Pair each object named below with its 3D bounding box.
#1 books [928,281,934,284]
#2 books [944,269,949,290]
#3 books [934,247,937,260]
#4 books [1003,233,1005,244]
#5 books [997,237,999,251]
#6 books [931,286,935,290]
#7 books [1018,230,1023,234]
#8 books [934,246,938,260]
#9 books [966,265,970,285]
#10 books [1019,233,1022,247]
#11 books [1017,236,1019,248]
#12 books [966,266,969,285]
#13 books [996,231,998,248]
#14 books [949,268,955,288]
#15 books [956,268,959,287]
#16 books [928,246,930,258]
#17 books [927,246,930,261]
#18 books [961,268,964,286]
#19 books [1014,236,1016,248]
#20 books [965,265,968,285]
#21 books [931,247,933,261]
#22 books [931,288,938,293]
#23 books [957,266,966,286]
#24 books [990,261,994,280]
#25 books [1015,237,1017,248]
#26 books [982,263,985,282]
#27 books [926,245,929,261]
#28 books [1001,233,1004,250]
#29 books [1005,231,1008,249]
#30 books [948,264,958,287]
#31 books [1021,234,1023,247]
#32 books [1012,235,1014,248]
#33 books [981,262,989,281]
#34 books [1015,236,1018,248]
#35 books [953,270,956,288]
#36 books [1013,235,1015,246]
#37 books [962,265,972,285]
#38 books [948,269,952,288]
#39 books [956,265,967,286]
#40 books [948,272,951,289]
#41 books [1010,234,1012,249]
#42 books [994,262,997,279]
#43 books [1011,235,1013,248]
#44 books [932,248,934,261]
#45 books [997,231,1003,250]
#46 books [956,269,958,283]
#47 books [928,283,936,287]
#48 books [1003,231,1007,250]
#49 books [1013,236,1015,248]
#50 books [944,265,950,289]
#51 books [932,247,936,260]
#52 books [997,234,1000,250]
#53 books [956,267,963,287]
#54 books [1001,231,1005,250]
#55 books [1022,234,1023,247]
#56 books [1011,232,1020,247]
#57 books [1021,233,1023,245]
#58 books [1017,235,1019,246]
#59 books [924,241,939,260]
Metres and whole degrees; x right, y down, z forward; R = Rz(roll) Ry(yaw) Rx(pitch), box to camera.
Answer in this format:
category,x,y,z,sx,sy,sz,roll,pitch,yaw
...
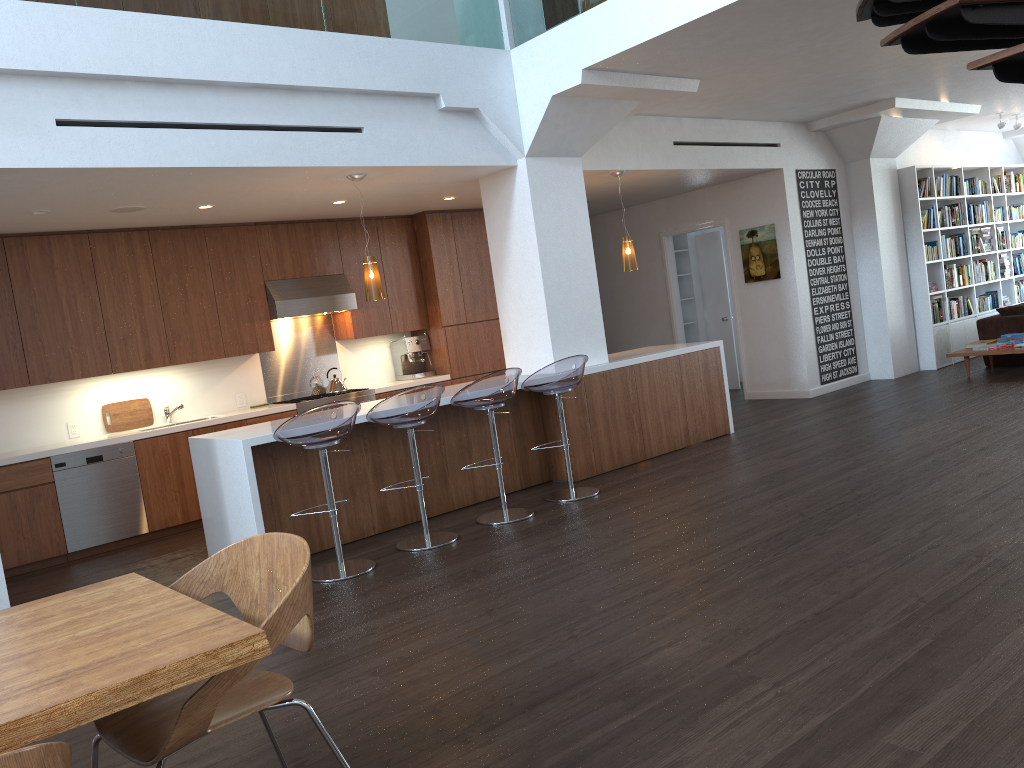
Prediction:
category,x,y,z,sx,sy,sz,roll,pitch,yaw
books,4.987,-1.213,10.712,0.144,0.025,0.204,-4,6,41
books,5.250,-1.276,10.894,0.057,0.247,0.189,-12,6,-39
books,5.067,-1.570,10.717,0.032,0.162,0.106,-12,6,-39
books,6.577,-1.917,12.001,0.031,0.223,0.161,-12,6,-39
books,6.414,-1.898,11.871,0.029,0.251,0.160,-12,6,-39
books,4.997,-1.153,10.716,0.197,0.033,0.284,-6,5,26
books,7.239,-2.058,12.527,0.042,0.231,0.140,-12,6,-39
books,5.086,-1.576,10.733,0.017,0.167,0.107,-12,6,-39
books,5.722,-1.376,11.281,0.026,0.250,0.160,-12,6,-39
books,6.993,-1.986,12.320,0.036,0.191,0.139,-12,6,-39
books,6.929,-1.957,12.249,0.030,0.162,0.106,-12,6,-39
books,5.691,-1.365,11.266,0.045,0.240,0.174,-12,6,-39
books,6.378,-1.908,11.852,0.046,0.284,0.198,-12,6,-39
books,5.392,-1.305,11.012,0.057,0.246,0.171,-12,6,-39
books,5.501,-1.327,11.126,0.045,0.240,0.174,-12,6,-39
books,4.941,-1.553,10.630,0.021,0.178,0.128,-12,6,-39
books,4.926,-1.550,10.616,0.022,0.178,0.128,-12,6,-39
books,5.587,-1.338,11.175,0.037,0.231,0.168,-12,6,-39
books,6.862,-1.949,12.206,0.017,0.171,0.109,-12,6,-39
books,5.665,-1.365,11.236,0.034,0.253,0.183,-12,6,-39
books,4.998,-1.561,10.673,0.018,0.171,0.109,-12,6,-39
books,5.002,-1.119,10.718,0.197,0.035,0.284,-4,6,41
books,5.614,-1.355,11.194,0.034,0.253,0.183,-12,6,-39
books,6.263,-1.490,11.731,0.034,0.253,0.183,-12,6,-39
books,6.880,-1.942,12.214,0.018,0.153,0.110,-12,6,-39
books,6.043,-1.439,11.538,0.057,0.246,0.171,-12,6,-39
books,4.904,-1.557,10.607,0.020,0.200,0.127,-12,6,-39
books,6.532,-1.907,11.948,0.030,0.223,0.161,-12,6,-39
books,6.628,-1.942,12.045,0.036,0.251,0.160,-12,6,-39
books,5.450,-1.340,11.064,0.053,0.290,0.176,-12,6,-39
books,7.022,-1.995,12.348,0.045,0.196,0.136,-12,6,-39
books,6.808,-1.941,12.166,0.020,0.178,0.128,-12,6,-39
books,6.134,-1.462,11.607,0.034,0.253,0.183,-12,6,-39
books,6.906,-1.954,12.238,0.019,0.167,0.120,-12,6,-39
books,5.426,-1.301,11.039,0.027,0.223,0.161,-12,6,-39
books,6.842,-1.949,12.201,0.021,0.178,0.128,-12,6,-39
books,5.746,-1.382,11.297,0.034,0.253,0.183,-12,6,-39
books,5.355,-1.295,10.985,0.038,0.241,0.159,-12,6,-39
books,5.642,-1.360,11.212,0.034,0.253,0.183,-12,6,-39
books,5.334,-1.272,10.947,0.048,0.207,0.144,-12,6,-39
books,6.749,-1.938,12.123,0.043,0.196,0.136,-12,6,-39
books,6.345,-1.495,11.799,0.037,0.231,0.168,-12,6,-39
books,6.793,-1.938,12.152,0.021,0.178,0.128,-12,6,-39
books,5.017,-1.555,10.680,0.019,0.153,0.110,-12,6,-39
books,6.473,-1.910,11.906,0.051,0.251,0.174,-12,6,-39
books,5.487,-1.313,11.091,0.026,0.223,0.161,-12,6,-39
books,4.987,-1.184,10.712,0.254,0.032,0.174,-12,6,-44
books,6.602,-1.934,12.021,0.036,0.246,0.171,-12,6,-39
books,6.822,-1.948,12.187,0.029,0.184,0.134,-12,6,-39
books,5.296,-1.310,10.910,0.044,0.298,0.140,-12,6,-39
books,5.043,-1.567,10.705,0.020,0.167,0.120,-12,6,-39
books,6.444,-1.889,11.883,0.030,0.223,0.161,-12,6,-39
books,5.554,-1.338,11.141,0.057,0.246,0.171,-12,6,-39
books,6.547,-1.925,11.980,0.039,0.253,0.183,-12,6,-39
books,7.068,-1.995,12.378,0.022,0.178,0.128,-12,6,-39
books,6.959,-1.987,12.298,0.042,0.206,0.140,-12,6,-39
books,7.047,-2.002,12.369,0.020,0.200,0.127,-12,6,-39
books,6.947,-1.963,12.264,0.016,0.167,0.107,-12,6,-39
books,5.097,-1.613,10.765,0.042,0.231,0.140,-12,6,-39
